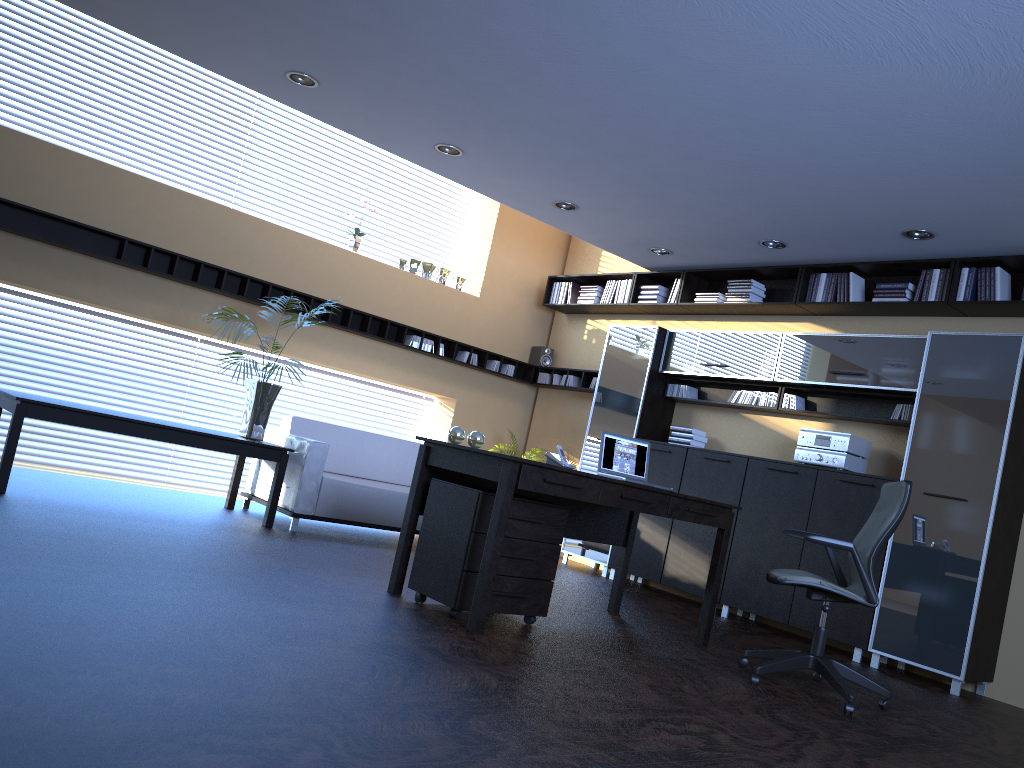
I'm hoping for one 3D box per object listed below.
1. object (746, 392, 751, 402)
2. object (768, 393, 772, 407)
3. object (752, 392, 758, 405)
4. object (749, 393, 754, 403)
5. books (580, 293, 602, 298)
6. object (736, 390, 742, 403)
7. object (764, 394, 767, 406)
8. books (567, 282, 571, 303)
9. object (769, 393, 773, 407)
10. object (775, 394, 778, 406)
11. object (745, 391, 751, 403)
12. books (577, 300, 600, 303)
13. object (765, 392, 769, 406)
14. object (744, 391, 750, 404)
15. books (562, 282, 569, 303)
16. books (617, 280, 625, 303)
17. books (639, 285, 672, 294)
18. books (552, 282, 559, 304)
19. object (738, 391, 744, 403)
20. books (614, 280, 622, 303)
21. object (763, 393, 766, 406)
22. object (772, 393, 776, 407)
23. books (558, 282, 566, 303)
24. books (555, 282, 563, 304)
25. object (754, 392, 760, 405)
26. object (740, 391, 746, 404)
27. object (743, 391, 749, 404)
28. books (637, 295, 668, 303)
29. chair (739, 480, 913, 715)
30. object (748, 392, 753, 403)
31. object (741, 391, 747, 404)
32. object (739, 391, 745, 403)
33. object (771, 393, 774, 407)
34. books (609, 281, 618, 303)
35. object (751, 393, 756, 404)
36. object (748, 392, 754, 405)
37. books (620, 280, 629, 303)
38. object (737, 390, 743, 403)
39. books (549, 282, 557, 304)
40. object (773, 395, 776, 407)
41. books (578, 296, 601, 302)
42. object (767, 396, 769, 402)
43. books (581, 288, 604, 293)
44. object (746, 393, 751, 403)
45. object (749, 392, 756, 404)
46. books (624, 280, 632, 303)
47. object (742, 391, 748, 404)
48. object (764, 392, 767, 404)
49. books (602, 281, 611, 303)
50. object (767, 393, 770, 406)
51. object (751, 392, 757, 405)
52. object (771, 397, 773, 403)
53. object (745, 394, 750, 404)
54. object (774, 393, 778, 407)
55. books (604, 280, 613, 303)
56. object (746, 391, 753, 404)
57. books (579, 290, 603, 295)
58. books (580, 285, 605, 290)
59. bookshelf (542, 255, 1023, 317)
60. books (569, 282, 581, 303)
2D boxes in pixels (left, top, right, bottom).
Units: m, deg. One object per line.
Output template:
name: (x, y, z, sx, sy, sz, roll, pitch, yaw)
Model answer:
object: (2.110, 0.134, 7.749, 0.142, 0.118, 0.040, 16, -5, -38)
object: (2.243, 0.148, 7.577, 0.142, 0.120, 0.009, 16, -5, -39)
object: (2.151, 0.138, 7.691, 0.140, 0.116, 0.036, 16, -5, -38)
object: (2.132, 0.137, 7.728, 0.142, 0.118, 0.040, 16, -5, -39)
books: (0.891, -0.929, 9.488, 0.208, 0.028, 0.258, 16, -6, -38)
object: (2.045, 0.127, 7.825, 0.142, 0.118, 0.040, 16, -5, -39)
object: (2.220, 0.146, 7.610, 0.142, 0.120, 0.009, 16, -5, -38)
books: (0.693, -0.964, 9.725, 0.208, 0.259, 0.074, 16, -5, -39)
object: (2.253, 0.150, 7.572, 0.142, 0.120, 0.009, 16, -5, -38)
object: (2.286, 0.153, 7.521, 0.142, 0.120, 0.009, 16, -5, -39)
object: (2.100, 0.133, 7.753, 0.140, 0.116, 0.036, 16, -5, -39)
books: (0.857, -0.843, 9.475, 0.208, 0.050, 0.258, 16, -6, -38)
object: (2.222, 0.146, 7.599, 0.142, 0.120, 0.009, 16, -5, -38)
object: (2.099, 0.134, 7.765, 0.142, 0.118, 0.040, 16, -5, -38)
books: (0.652, -0.969, 9.772, 0.208, 0.258, 0.050, 16, -5, -39)
books: (1.185, -0.912, 9.102, 0.208, 0.258, 0.050, 16, -5, -39)
books: (1.424, -0.934, 8.818, 0.208, 0.050, 0.258, 16, -6, -39)
books: (0.557, -0.979, 9.895, 0.208, 0.258, 0.050, 16, -5, -39)
object: (2.061, 0.129, 7.811, 0.140, 0.116, 0.036, 16, -5, -39)
books: (1.153, -0.915, 9.143, 0.208, 0.258, 0.050, 15, -5, -38)
object: (2.210, 0.144, 7.614, 0.140, 0.118, 0.006, 16, -5, -39)
object: (2.268, 0.151, 7.545, 0.142, 0.120, 0.009, 16, -5, -38)
books: (0.619, -0.973, 9.812, 0.208, 0.258, 0.050, 15, -5, -38)
books: (0.581, -0.978, 9.848, 0.208, 0.258, 0.050, 16, -5, -39)
object: (2.159, 0.140, 7.685, 0.142, 0.118, 0.040, 16, -5, -38)
object: (2.073, 0.131, 7.795, 0.140, 0.116, 0.036, 16, -5, -38)
object: (2.091, 0.132, 7.772, 0.142, 0.118, 0.040, 16, -5, -38)
books: (1.403, -0.836, 8.801, 0.208, 0.050, 0.258, 16, -6, -39)
chair: (1.762, 1.065, 4.798, 0.768, 1.213, 0.834, 12, -4, 8)
object: (2.119, 0.135, 7.730, 0.140, 0.116, 0.036, 16, -5, -39)
object: (2.075, 0.130, 7.785, 0.142, 0.118, 0.040, 16, -5, -39)
object: (2.064, 0.129, 7.802, 0.140, 0.116, 0.036, 16, -5, -38)
object: (2.261, 0.150, 7.553, 0.142, 0.120, 0.009, 16, -5, -39)
books: (1.120, -0.918, 9.199, 0.208, 0.259, 0.074, 16, -5, -39)
object: (2.142, 0.138, 7.710, 0.142, 0.118, 0.040, 16, -5, -39)
object: (2.123, 0.136, 7.733, 0.142, 0.118, 0.040, 16, -5, -38)
books: (1.212, -0.910, 9.057, 0.208, 0.258, 0.050, 15, -5, -38)
object: (2.051, 0.128, 7.817, 0.142, 0.118, 0.040, 16, -5, -38)
books: (0.522, -0.983, 9.934, 0.208, 0.258, 0.050, 16, -5, -39)
object: (2.277, 0.152, 7.540, 0.142, 0.120, 0.009, 16, -5, -38)
books: (0.865, -0.893, 9.489, 0.208, 0.050, 0.258, 16, -6, -39)
object: (2.236, 0.149, 7.597, 0.142, 0.120, 0.009, 16, -5, -38)
books: (0.900, -0.985, 9.487, 0.208, 0.028, 0.258, 16, -6, -39)
object: (2.109, 0.134, 7.747, 0.140, 0.116, 0.036, 16, -5, -38)
object: (2.133, 0.136, 7.715, 0.142, 0.118, 0.040, 16, -5, -38)
books: (1.244, -0.907, 9.017, 0.208, 0.258, 0.050, 16, -5, -39)
object: (2.086, 0.132, 7.780, 0.140, 0.116, 0.036, 16, -5, -39)
object: (2.212, 0.145, 7.616, 0.142, 0.120, 0.009, 16, -5, -38)
books: (1.050, -0.927, 9.264, 0.208, 0.259, 0.074, 16, -5, -39)
object: (2.235, 0.147, 7.584, 0.142, 0.120, 0.009, 16, -5, -39)
object: (2.148, 0.139, 7.702, 0.142, 0.118, 0.040, 16, -5, -39)
object: (2.259, 0.151, 7.564, 0.140, 0.118, 0.006, 16, -5, -39)
object: (2.104, 0.134, 7.757, 0.142, 0.118, 0.040, 16, -5, -39)
object: (2.278, 0.151, 7.527, 0.142, 0.120, 0.009, 16, -5, -38)
books: (1.068, -0.925, 9.238, 0.208, 0.259, 0.074, 15, -5, -38)
object: (2.112, 0.134, 7.737, 0.142, 0.118, 0.040, 16, -5, -38)
books: (0.875, -0.962, 9.485, 0.208, 0.028, 0.258, 16, -6, -38)
books: (0.892, -1.014, 9.505, 0.208, 0.028, 0.258, 16, -6, -38)
bookshelf: (2.093, -0.831, 7.992, 0.363, 0.340, 5.116, 16, -6, -38)
books: (0.709, -0.963, 9.697, 0.208, 0.259, 0.074, 16, -5, -39)
